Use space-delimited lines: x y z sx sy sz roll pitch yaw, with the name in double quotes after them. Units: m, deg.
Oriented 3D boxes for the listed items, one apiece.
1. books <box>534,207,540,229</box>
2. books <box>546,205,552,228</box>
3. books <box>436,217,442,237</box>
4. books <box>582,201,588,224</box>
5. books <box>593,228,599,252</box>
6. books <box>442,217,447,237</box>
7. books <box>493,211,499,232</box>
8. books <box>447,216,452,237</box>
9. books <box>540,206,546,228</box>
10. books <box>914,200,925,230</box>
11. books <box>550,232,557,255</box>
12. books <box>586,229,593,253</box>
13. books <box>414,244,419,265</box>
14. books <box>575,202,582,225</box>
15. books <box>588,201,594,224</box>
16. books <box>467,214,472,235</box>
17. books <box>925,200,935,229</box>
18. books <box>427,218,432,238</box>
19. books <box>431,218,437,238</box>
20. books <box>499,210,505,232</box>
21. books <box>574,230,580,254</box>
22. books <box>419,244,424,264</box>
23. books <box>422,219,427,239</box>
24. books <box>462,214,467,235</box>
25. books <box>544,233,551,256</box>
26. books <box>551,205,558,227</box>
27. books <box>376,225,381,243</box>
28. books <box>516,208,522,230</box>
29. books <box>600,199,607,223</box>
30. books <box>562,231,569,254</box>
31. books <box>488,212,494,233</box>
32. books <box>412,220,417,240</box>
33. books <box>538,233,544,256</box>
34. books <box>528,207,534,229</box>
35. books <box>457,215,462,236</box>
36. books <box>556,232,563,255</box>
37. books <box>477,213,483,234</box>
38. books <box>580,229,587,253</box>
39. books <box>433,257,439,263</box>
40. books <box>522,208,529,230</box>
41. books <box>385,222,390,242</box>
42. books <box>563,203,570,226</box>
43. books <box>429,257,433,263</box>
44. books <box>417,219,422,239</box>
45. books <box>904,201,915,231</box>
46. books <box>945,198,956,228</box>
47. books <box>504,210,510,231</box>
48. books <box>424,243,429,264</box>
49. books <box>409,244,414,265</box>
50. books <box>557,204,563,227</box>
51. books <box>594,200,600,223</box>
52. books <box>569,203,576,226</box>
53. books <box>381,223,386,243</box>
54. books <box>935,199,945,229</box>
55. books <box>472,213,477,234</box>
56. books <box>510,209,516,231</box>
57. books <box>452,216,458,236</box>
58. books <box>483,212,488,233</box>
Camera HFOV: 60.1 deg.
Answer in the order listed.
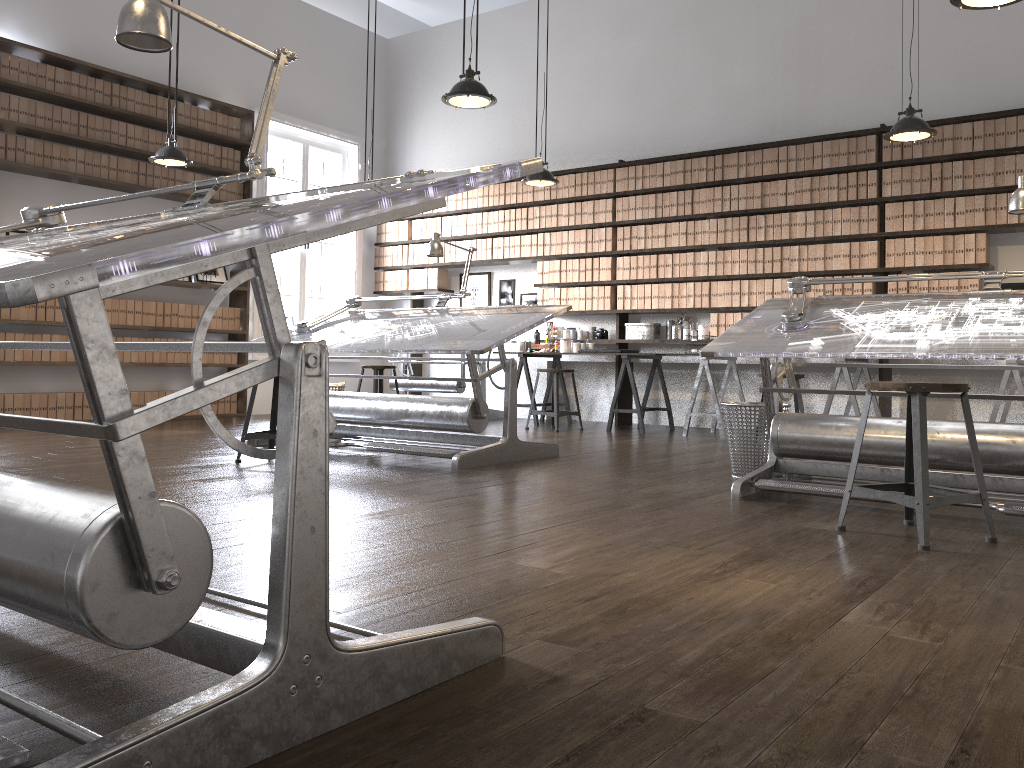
0.294 -1.640 8.813 0.067 0.226 0.174 0 -1 36 "books"
0.411 -1.636 8.734 0.067 0.226 0.174 0 -1 36 "books"
-0.737 -1.675 9.559 0.067 0.226 0.174 0 -1 36 "books"
0.743 -1.624 8.494 0.067 0.226 0.174 0 -1 36 "books"
0.840 -1.353 8.411 0.067 0.226 0.174 0 -1 36 "books"
-0.672 -1.673 9.519 0.067 0.226 0.174 0 -1 36 "books"
-0.114 -1.654 9.110 0.067 0.226 0.174 0 -1 36 "books"
-0.618 -1.671 9.474 0.067 0.226 0.174 0 -1 36 "books"
0.353 -1.638 8.775 0.067 0.226 0.174 0 -1 36 "books"
3.123 -1.273 6.753 0.067 0.226 0.174 0 -1 36 "books"
0.452 -1.366 8.694 0.067 0.226 0.174 0 -1 36 "books"
0.783 -1.355 8.453 0.067 0.226 0.174 0 -1 36 "books"
-0.995 -1.416 9.737 0.067 0.226 0.174 0 -1 36 "books"
0.685 -1.626 8.534 0.067 0.226 0.174 0 -1 36 "books"
0.796 -1.622 8.448 0.067 0.226 0.174 0 -1 36 "books"
-0.393 -1.664 9.314 0.067 0.226 0.174 0 -1 36 "books"
3.182 -1.271 6.716 0.067 0.226 0.174 0 -1 36 "books"
-0.848 -1.679 9.643 0.067 0.226 0.174 0 -1 36 "books"
-0.793 -1.677 9.607 0.067 0.226 0.174 0 -1 36 "books"
-0.057 -1.652 9.065 0.067 0.226 0.174 0 -1 36 "books"
0.674 -1.358 8.530 0.067 0.226 0.174 0 -1 36 "books"
-0.937 -1.414 9.700 0.067 0.226 0.174 0 -1 36 "books"
-0.901 -1.681 9.677 0.067 0.226 0.174 0 -1 36 "books"
-0.449 -1.665 9.349 0.067 0.226 0.174 0 -1 36 "books"
0.393 -1.368 8.732 0.067 0.226 0.174 0 -1 36 "books"
0.462 -1.634 8.689 0.067 0.226 0.174 0 -1 36 "books"
-1.457 -1.706 10.086 0.067 0.226 0.174 0 -1 36 "books"
0.118 -1.646 8.946 0.067 0.226 0.174 0 -1 36 "books"
0.902 -1.619 8.374 0.067 0.226 0.174 0 -1 36 "books"
0.562 -1.362 8.607 0.067 0.226 0.174 0 -1 36 "books"
-0.168 -1.656 9.154 0.067 0.226 0.174 0 -1 36 "books"
-1.017 -1.685 9.764 0.067 0.226 0.174 0 -1 36 "books"
0.332 -1.370 8.771 0.067 0.226 0.174 0 -1 36 "books"
0.239 -1.642 8.859 0.067 0.226 0.174 0 -1 36 "books"
-0.500 -1.667 9.394 0.067 0.226 0.174 0 -1 36 "books"
0.507 -1.364 8.651 0.067 0.226 0.174 0 -1 36 "books"
-0.285 -1.660 9.232 0.067 0.226 0.174 0 -1 36 "books"
0.725 -1.356 8.487 0.067 0.226 0.174 0 -1 36 "books"
-0.773 -1.408 9.572 0.067 0.226 0.174 0 -1 36 "books"
0.175 -1.644 8.898 0.067 0.226 0.174 0 -1 36 "books"
-1.343 -1.702 10.001 0.067 0.226 0.174 0 -1 36 "books"
0.569 -1.630 8.616 0.067 0.226 0.174 0 -1 36 "books"
-0.821 -1.410 9.613 0.067 0.226 0.174 0 -1 36 "books"
-0.960 -1.683 9.719 0.067 0.226 0.174 0 -1 36 "books"
3.063 -1.275 6.793 0.067 0.226 0.174 0 -1 36 "books"
3.292 -1.267 6.629 0.067 0.226 0.174 0 -1 36 "books"
0.001 -1.650 9.023 0.067 0.226 0.174 0 -1 36 "books"
-0.881 -1.412 9.657 0.067 0.226 0.174 0 -1 36 "books"
-1.056 -1.418 9.777 0.067 0.226 0.174 0 -1 36 "books"
0.519 -1.632 8.654 0.067 0.226 0.174 0 -1 36 "books"
0.852 -1.620 8.412 0.067 0.226 0.174 0 -1 36 "books"
0.626 -1.628 8.572 0.067 0.226 0.174 0 -1 36 "books"
-1.403 -1.704 10.042 0.067 0.226 0.174 0 -1 36 "books"
3.237 -1.269 6.673 0.067 0.226 0.174 0 -1 36 "books"
-0.343 -1.662 9.276 0.067 0.226 0.174 0 -1 36 "books"
0.055 -1.648 8.989 0.067 0.226 0.174 0 -1 36 "books"
-0.558 -1.669 9.435 0.067 0.226 0.174 0 -1 36 "books"
-0.226 -1.658 9.194 0.067 0.226 0.174 0 -1 36 "books"
